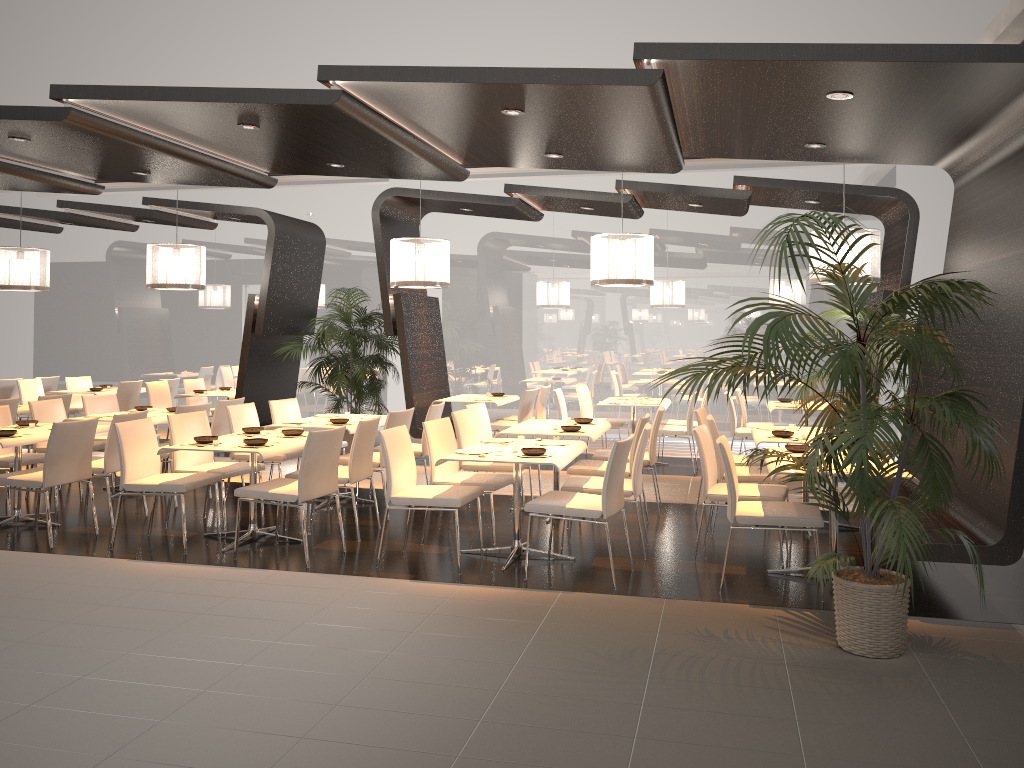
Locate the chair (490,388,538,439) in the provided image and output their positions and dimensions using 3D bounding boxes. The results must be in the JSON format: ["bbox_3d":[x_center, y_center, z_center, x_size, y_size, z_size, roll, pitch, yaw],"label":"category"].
[{"bbox_3d":[-0.030,0.484,10.266,0.605,0.871,0.483,0,0,21],"label":"chair"}]

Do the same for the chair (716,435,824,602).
[{"bbox_3d":[1.536,0.774,5.306,0.605,0.871,0.484,0,0,16],"label":"chair"}]

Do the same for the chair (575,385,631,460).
[{"bbox_3d":[1.096,0.464,10.704,0.605,0.871,0.483,0,0,21],"label":"chair"}]

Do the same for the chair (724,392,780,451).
[{"bbox_3d":[2.631,0.533,9.662,0.605,0.875,0.483,0,0,16],"label":"chair"}]

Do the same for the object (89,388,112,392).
[{"bbox_3d":[-5.466,0.075,11.604,0.303,0.044,0.365,1,3,12],"label":"object"}]

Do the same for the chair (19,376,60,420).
[{"bbox_3d":[-6.807,0.326,12.533,0.605,0.875,0.483,0,0,16],"label":"chair"}]

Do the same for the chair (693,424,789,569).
[{"bbox_3d":[1.539,0.736,5.977,0.605,0.871,0.483,0,0,21],"label":"chair"}]

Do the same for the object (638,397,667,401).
[{"bbox_3d":[1.677,0.168,10.578,0.335,0.038,0.377,0,3,2],"label":"object"}]

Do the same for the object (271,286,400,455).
[{"bbox_3d":[-2.030,-0.159,10.981,1.561,2.063,1.504,0,0,7],"label":"object"}]

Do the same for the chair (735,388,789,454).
[{"bbox_3d":[2.900,0.498,10.250,0.605,0.871,0.484,0,0,16],"label":"chair"}]

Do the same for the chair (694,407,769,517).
[{"bbox_3d":[1.850,0.656,7.435,0.605,0.875,0.483,0,0,21],"label":"chair"}]

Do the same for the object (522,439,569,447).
[{"bbox_3d":[0.237,0.406,6.307,0.335,0.038,0.377,0,3,2],"label":"object"}]

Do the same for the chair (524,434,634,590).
[{"bbox_3d":[0.442,0.759,5.530,0.605,0.875,0.483,0,0,21],"label":"chair"}]

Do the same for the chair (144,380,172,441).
[{"bbox_3d":[-4.336,0.404,11.321,0.605,0.871,0.484,0,0,16],"label":"chair"}]

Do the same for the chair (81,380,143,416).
[{"bbox_3d":[-5.187,0.392,11.514,0.605,0.875,0.483,0,0,16],"label":"chair"}]

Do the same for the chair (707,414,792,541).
[{"bbox_3d":[1.799,0.694,6.768,0.605,0.875,0.484,0,0,11],"label":"chair"}]

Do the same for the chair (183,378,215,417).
[{"bbox_3d":[-4.067,0.372,11.909,0.605,0.871,0.484,0,0,16],"label":"chair"}]

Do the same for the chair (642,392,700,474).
[{"bbox_3d":[1.780,0.516,9.855,0.605,0.871,0.484,0,0,16],"label":"chair"}]

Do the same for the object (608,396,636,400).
[{"bbox_3d":[1.319,0.166,10.582,0.335,0.038,0.377,1,3,7],"label":"object"}]

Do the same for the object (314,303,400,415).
[{"bbox_3d":[-1.994,-0.222,12.086,1.504,2.063,1.561,0,0,-25],"label":"object"}]

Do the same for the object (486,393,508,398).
[{"bbox_3d":[-0.196,0.134,10.980,0.303,0.044,0.365,1,3,12],"label":"object"}]

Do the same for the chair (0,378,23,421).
[{"bbox_3d":[-6.997,0.358,11.925,0.605,0.871,0.483,0,0,21],"label":"chair"}]

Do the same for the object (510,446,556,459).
[{"bbox_3d":[0.117,0.437,5.702,0.303,0.044,0.365,1,3,12],"label":"object"}]

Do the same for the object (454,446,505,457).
[{"bbox_3d":[-0.213,0.435,5.765,0.335,0.038,0.377,1,3,7],"label":"object"}]

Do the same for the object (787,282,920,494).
[{"bbox_3d":[3.451,0.017,8.337,1.505,2.063,1.561,0,0,27],"label":"object"}]

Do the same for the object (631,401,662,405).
[{"bbox_3d":[1.520,0.202,9.983,0.335,0.038,0.377,0,3,2],"label":"object"}]

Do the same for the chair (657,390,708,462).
[{"bbox_3d":[2.049,0.485,10.443,0.605,0.875,0.483,0,0,16],"label":"chair"}]

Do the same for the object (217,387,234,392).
[{"bbox_3d":[-3.814,0.070,11.819,0.303,0.044,0.365,1,3,7],"label":"object"}]

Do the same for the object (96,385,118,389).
[{"bbox_3d":[-5.624,0.036,12.260,0.303,0.044,0.365,1,3,17],"label":"object"}]

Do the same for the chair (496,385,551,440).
[{"bbox_3d":[0.160,0.452,10.874,0.605,0.875,0.483,0,0,16],"label":"chair"}]

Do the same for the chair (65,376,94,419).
[{"bbox_3d":[-5.871,0.338,12.363,0.605,0.871,0.483,0,0,21],"label":"chair"}]

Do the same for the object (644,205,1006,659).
[{"bbox_3d":[1.646,0.243,4.239,1.504,2.063,1.561,0,0,-31],"label":"object"}]

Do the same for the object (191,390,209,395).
[{"bbox_3d":[-3.949,0.103,11.227,0.303,0.044,0.365,1,3,12],"label":"object"}]

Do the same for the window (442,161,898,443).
[{"bbox_3d":[2.044,-1.205,12.475,6.579,3.986,0.070,1,-1,13],"label":"window"}]

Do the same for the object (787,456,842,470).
[{"bbox_3d":[1.797,0.469,5.262,0.303,0.044,0.365,1,3,12],"label":"object"}]

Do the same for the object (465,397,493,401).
[{"bbox_3d":[-0.388,0.167,10.436,0.335,0.038,0.377,0,3,2],"label":"object"}]

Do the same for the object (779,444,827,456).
[{"bbox_3d":[1.927,0.436,5.854,0.303,0.044,0.365,1,3,12],"label":"object"}]

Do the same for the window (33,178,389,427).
[{"bbox_3d":[-4.960,-1.331,14.142,6.579,3.986,0.070,1,-1,13],"label":"window"}]

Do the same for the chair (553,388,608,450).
[{"bbox_3d":[0.780,0.501,10.077,0.605,0.875,0.484,0,0,11],"label":"chair"}]

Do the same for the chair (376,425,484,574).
[{"bbox_3d":[-0.545,0.737,5.838,0.605,0.875,0.483,0,0,16],"label":"chair"}]

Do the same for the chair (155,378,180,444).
[{"bbox_3d":[-4.918,0.359,12.102,0.605,0.875,0.483,0,0,16],"label":"chair"}]

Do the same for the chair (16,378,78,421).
[{"bbox_3d":[-6.187,0.375,11.736,0.605,0.875,0.484,0,0,11],"label":"chair"}]

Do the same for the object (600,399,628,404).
[{"bbox_3d":[1.150,0.199,9.997,0.335,0.038,0.377,1,3,7],"label":"object"}]
